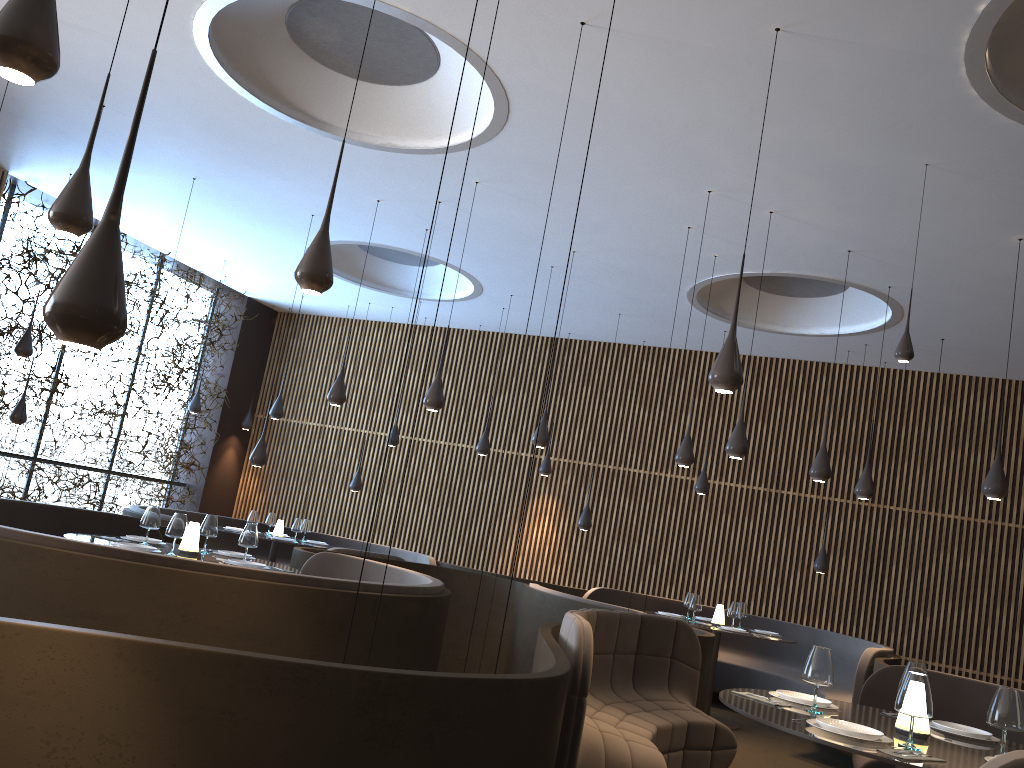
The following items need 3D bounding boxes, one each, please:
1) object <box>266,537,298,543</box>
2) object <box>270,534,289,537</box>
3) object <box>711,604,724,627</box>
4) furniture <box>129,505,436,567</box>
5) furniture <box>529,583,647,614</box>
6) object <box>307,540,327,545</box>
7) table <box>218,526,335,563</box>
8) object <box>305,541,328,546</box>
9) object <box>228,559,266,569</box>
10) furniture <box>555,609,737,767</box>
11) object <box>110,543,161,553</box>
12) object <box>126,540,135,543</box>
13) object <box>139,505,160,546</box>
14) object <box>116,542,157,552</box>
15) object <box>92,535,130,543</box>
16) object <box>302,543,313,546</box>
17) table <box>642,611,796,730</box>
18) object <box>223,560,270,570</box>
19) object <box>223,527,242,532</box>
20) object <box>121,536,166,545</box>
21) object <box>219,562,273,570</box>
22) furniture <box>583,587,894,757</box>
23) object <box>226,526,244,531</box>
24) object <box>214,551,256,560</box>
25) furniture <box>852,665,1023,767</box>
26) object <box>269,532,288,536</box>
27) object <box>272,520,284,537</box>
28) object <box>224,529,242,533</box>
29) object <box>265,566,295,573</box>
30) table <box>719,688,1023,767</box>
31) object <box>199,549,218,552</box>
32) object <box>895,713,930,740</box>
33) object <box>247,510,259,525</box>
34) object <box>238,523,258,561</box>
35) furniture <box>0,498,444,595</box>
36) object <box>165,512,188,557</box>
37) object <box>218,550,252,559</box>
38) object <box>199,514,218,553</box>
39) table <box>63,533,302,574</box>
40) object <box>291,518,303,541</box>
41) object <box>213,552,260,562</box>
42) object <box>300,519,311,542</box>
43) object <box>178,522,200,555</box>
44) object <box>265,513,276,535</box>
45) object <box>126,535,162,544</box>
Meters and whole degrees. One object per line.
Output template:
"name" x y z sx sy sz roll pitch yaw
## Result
"object" -2.858 1.946 11.063 0.411 0.012 0.205 14 -11 -22
"object" -3.192 2.061 12.082 0.331 0.014 0.333 7 -10 19
"object" 2.292 2.558 9.808 0.142 0.231 0.145 8 -9 13
"furniture" -2.941 2.421 11.346 3.883 1.043 3.806 11 -10 -2
"furniture" 0.722 2.694 9.011 0.903 1.043 2.534 15 -11 -26
"object" -2.593 2.104 11.757 0.263 0.029 0.264 9 -10 10
"table" -3.157 2.501 11.495 1.675 1.020 1.676 13 -10 -18
"object" -2.595 2.114 11.756 0.331 0.014 0.333 9 -10 6
"object" -1.885 1.282 6.304 0.263 0.029 0.264 3 -12 36
"furniture" 0.795 2.017 5.528 0.930 1.056 2.544 6 -11 27
"object" -2.562 1.122 6.035 0.332 0.014 0.333 11 -10 -3
"object" -2.829 1.210 6.813 0.204 0.012 0.413 7 -10 19
"object" -2.704 1.057 6.618 0.142 0.294 0.142 12 -9 -12
"object" -2.560 1.112 6.037 0.263 0.029 0.264 4 -12 35
"object" -2.956 1.145 6.539 0.261 0.017 0.127 6 -11 23
"object" -2.570 2.019 11.142 0.127 0.017 0.262 14 -10 -18
"table" 2.180 3.167 9.718 1.671 1.020 1.680 9 -10 11
"object" -1.887 1.292 6.303 0.331 0.014 0.333 5 -11 30
"object" -3.534 1.872 11.356 0.331 0.014 0.333 7 -10 19
"object" -2.830 1.208 6.808 0.331 0.014 0.333 5 -11 29
"object" -1.888 1.292 6.298 0.204 0.012 0.413 6 -11 23
"furniture" 2.751 3.241 10.248 1.988 1.043 3.935 17 -12 -36
"object" -3.533 1.863 11.357 0.264 0.029 0.263 17 -11 -32
"object" -2.188 1.357 6.990 0.331 0.014 0.333 3 -12 38
"furniture" 2.976 2.288 4.583 1.978 1.043 3.954 7 -10 18
"object" -3.190 2.052 12.084 0.263 0.029 0.264 8 -10 13
"object" -3.045 1.893 11.586 0.142 0.231 0.145 10 -9 2
"object" -3.459 1.842 11.064 0.262 0.017 0.127 13 -10 -17
"object" -1.744 1.370 6.560 0.261 0.017 0.127 5 -11 27
"table" 1.676 2.050 3.846 1.678 1.020 1.673 17 -11 -33
"object" -2.434 1.349 7.165 0.126 0.017 0.263 4 -11 32
"object" 1.787 1.441 3.936 0.144 0.231 0.143 11 -9 -4
"object" -3.301 1.760 11.276 0.142 0.294 0.142 8 -9 16
"object" -1.948 1.181 6.539 0.142 0.294 0.142 12 -9 -8
"furniture" -2.501 1.666 6.416 3.881 1.114 3.804 11 -10 -3
"object" -2.322 1.041 6.130 0.142 0.294 0.142 13 -9 -17
"object" -2.186 1.347 6.992 0.263 0.029 0.264 7 -10 16
"object" -2.383 1.173 6.950 0.142 0.294 0.142 3 -12 42
"table" -2.477 1.745 6.449 1.670 1.020 1.680 5 -11 31
"object" -2.742 1.866 11.296 0.142 0.294 0.142 8 -9 14
"object" -2.183 1.358 6.989 0.410 0.012 0.205 5 -11 28
"object" -2.773 1.964 11.888 0.142 0.294 0.142 14 -9 -25
"object" -2.365 1.136 6.540 0.142 0.231 0.145 4 -11 37
"object" -3.240 1.878 11.885 0.142 0.294 0.142 7 -9 21
"object" -2.828 1.198 6.810 0.263 0.029 0.264 12 -10 -12
